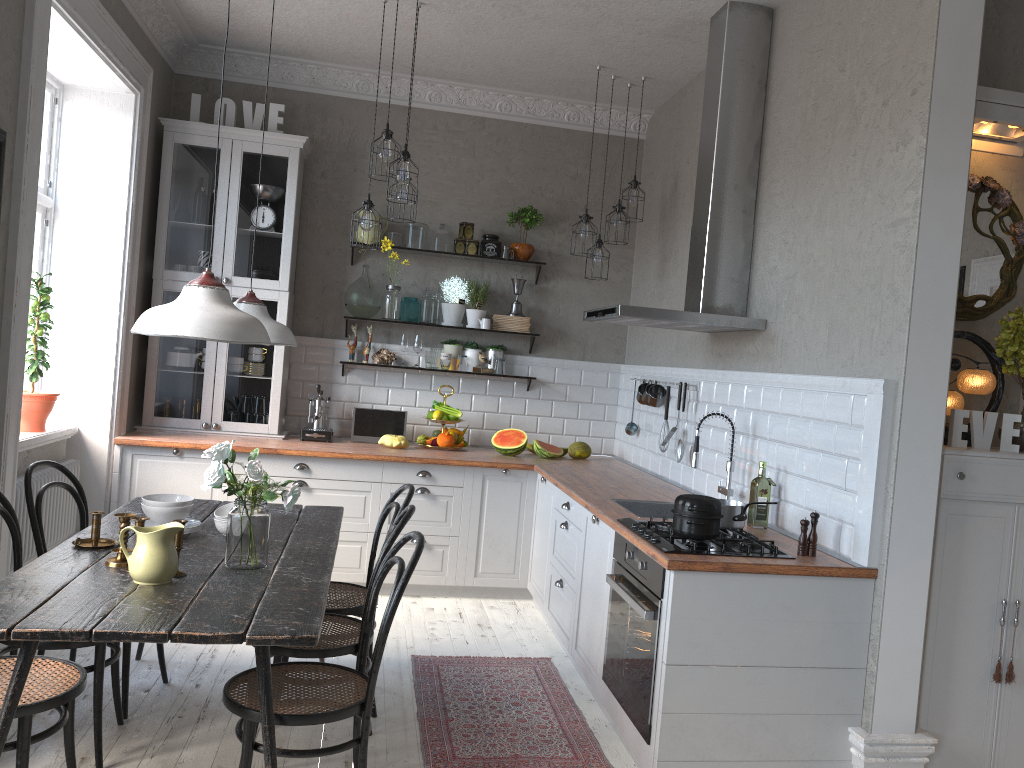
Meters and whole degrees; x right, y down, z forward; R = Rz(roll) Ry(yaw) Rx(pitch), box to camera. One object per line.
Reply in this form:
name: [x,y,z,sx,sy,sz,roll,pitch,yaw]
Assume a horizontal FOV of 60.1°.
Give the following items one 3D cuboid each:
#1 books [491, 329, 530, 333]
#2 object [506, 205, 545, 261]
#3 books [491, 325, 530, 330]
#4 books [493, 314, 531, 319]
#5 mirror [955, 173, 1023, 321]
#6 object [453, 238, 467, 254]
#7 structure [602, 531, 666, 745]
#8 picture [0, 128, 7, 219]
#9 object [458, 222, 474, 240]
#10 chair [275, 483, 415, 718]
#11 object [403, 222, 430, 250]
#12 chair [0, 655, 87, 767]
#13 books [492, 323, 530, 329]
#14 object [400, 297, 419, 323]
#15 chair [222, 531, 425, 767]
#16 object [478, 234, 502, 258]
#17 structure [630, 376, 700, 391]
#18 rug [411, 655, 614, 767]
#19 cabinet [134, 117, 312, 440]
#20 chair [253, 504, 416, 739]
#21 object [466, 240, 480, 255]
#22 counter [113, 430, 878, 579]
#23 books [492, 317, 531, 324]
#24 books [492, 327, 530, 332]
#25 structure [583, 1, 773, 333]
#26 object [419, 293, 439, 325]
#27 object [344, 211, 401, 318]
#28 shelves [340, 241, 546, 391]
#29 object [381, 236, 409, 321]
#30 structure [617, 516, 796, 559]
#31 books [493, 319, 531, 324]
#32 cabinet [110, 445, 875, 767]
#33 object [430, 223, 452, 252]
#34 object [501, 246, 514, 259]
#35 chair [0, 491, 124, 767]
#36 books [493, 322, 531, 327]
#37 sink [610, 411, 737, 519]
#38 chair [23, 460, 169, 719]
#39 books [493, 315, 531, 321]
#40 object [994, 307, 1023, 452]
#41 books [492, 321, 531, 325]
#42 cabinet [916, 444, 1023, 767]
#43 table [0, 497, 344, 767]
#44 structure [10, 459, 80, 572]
books: [-0.009,-0.365,6.138,0.263,0.011,0.157,5,1,-8]
object: [0.095,-1.033,6.100,0.258,0.397,0.243,5,1,14]
books: [-0.007,-0.388,6.137,0.261,0.016,0.158,5,1,2]
books: [-0.001,-0.463,6.136,0.262,0.011,0.157,5,1,-5]
mirror: [1.846,-0.550,3.555,0.537,0.593,0.070,5,1,-11]
object: [-0.355,-0.927,6.017,0.083,0.113,0.082,5,1,-10]
structure: [0.715,0.939,3.392,0.623,0.623,0.617,5,1,-10]
picture: [-1.874,-0.622,3.055,0.020,0.619,0.517,5,1,-9]
object: [-0.310,-1.036,6.009,0.084,0.113,0.081,4,1,-30]
chair: [-0.715,0.861,3.657,0.554,0.920,0.434,5,1,-13]
object: [-0.648,-0.987,5.964,0.169,0.184,0.175,6,1,29]
chair: [-1.495,0.822,2.489,0.550,0.920,0.437,5,1,-3]
books: [-0.006,-0.398,6.137,0.261,0.016,0.157,5,1,-2]
object: [-0.695,-0.501,6.022,0.127,0.172,0.125,5,1,-7]
chair: [-0.575,0.898,2.656,0.554,0.920,0.434,5,1,-13]
object: [-0.152,-0.943,6.102,0.143,0.174,0.141,5,1,-10]
structure: [0.898,-0.010,5.325,0.095,0.053,1.077,5,1,-9]
rug: [-0.049,1.368,3.755,0.742,0.014,1.279,5,1,-9]
cabinet: [-1.810,-0.623,5.630,0.886,1.921,0.384,5,1,-11]
chair: [-0.660,0.877,3.179,0.550,0.920,0.437,5,1,-3]
object: [-0.268,-0.920,6.030,0.083,0.113,0.083,5,1,0]
counter: [-0.533,0.473,4.446,3.187,0.039,3.364,5,1,-10]
books: [-0.003,-0.441,6.136,0.261,0.016,0.158,5,1,2]
books: [-0.008,-0.377,6.138,0.262,0.011,0.157,5,1,-5]
structure: [0.847,-1.086,4.403,0.718,1.595,0.706,5,1,-10]
object: [-0.558,-0.505,5.958,0.124,0.206,0.126,5,1,12]
object: [-0.970,-0.776,5.858,0.341,0.674,0.331,4,2,-42]
shelves: [-0.470,-0.425,6.039,1.327,0.923,0.227,5,1,-11]
object: [-0.797,-0.692,5.850,0.194,0.540,0.277,5,1,-18]
structure: [0.719,0.574,3.383,0.500,0.031,0.601,5,1,-10]
books: [-0.003,-0.431,6.137,0.262,0.011,0.157,5,1,-5]
cabinet: [-0.145,0.913,4.688,4.111,0.854,2.028,6,2,36]
object: [-0.485,-0.993,6.091,0.137,0.220,0.143,6,2,39]
object: [-0.030,-0.891,6.029,0.094,0.096,0.074,5,1,-10]
chair: [-1.583,0.801,3.033,0.554,0.920,0.434,5,1,-13]
books: [-0.005,-0.409,6.137,0.262,0.011,0.157,5,1,-5]
sink: [0.769,0.470,4.043,0.532,0.720,0.482,5,1,-10]
chair: [-1.639,0.784,3.513,0.548,0.920,0.438,5,1,2]
books: [-0.001,-0.452,6.136,0.261,0.016,0.157,5,1,-2]
object: [2.003,-0.016,3.396,0.292,0.553,0.346,5,1,24]
books: [-0.004,-0.420,6.137,0.263,0.011,0.157,5,1,-8]
cabinet: [1.747,0.891,3.362,0.672,1.297,0.381,5,1,-11]
table: [-1.111,0.933,3.108,0.912,0.735,1.905,5,1,-9]
structure: [-2.350,0.643,4.300,0.150,0.428,1.212,5,1,-11]
